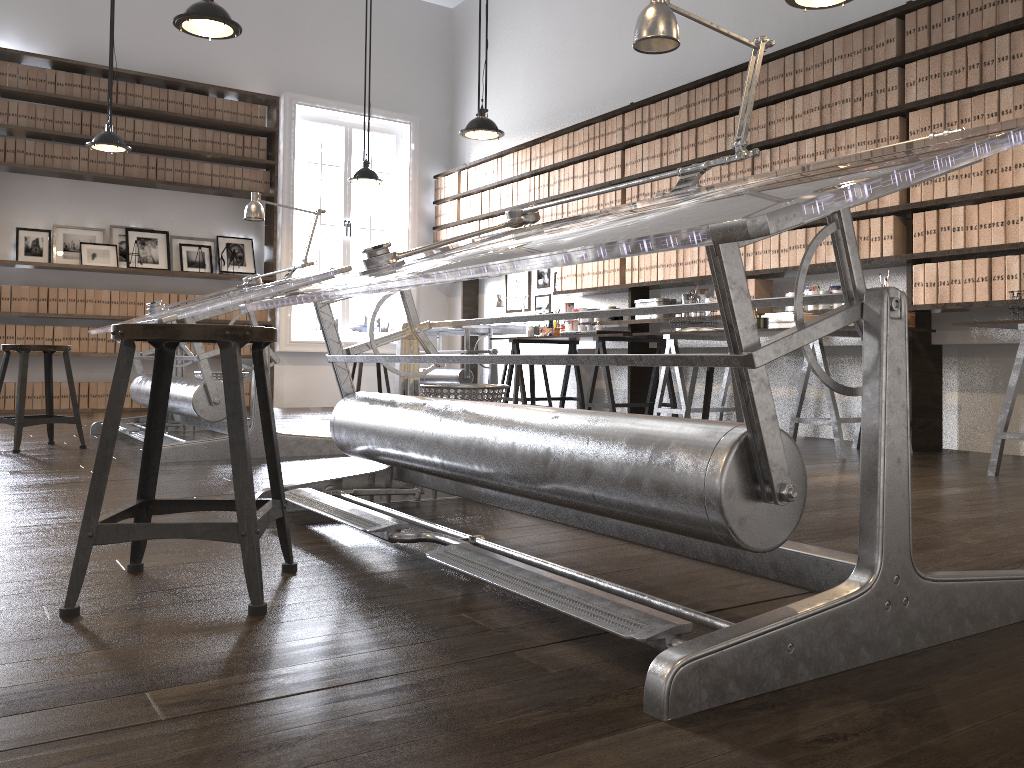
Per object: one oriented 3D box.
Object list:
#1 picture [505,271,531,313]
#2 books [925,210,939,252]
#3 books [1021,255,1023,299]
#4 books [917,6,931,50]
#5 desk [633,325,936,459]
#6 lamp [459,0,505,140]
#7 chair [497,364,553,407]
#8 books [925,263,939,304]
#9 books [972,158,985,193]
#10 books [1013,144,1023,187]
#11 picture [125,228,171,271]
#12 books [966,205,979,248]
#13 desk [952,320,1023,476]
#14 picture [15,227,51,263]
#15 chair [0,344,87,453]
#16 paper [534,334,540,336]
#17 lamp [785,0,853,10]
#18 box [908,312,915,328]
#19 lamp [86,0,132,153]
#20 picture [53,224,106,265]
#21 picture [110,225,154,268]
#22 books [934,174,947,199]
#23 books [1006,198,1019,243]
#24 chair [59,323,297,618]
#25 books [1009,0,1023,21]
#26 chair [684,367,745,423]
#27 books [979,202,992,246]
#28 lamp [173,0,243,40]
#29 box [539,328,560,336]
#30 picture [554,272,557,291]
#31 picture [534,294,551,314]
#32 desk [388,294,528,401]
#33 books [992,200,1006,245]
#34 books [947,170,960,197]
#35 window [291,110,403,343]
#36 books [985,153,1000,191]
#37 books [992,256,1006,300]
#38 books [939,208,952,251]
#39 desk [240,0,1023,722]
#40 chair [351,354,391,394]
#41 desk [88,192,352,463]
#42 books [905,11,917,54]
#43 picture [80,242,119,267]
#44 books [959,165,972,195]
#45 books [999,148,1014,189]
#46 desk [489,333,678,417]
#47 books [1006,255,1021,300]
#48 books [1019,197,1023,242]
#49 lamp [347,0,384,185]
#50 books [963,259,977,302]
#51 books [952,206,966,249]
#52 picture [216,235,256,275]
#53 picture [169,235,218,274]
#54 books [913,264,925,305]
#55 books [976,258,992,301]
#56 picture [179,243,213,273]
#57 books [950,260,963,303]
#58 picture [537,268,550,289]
[{"bbox_3d":[0.056,-0.972,8.441,0.040,0.575,0.415,2,-1,-33],"label":"picture"},{"bbox_3d":[2.283,-0.803,4.720,0.174,0.226,0.067,1,-1,-33],"label":"books"},{"bbox_3d":[2.552,-0.513,4.302,0.174,0.226,0.066,1,-1,-33],"label":"books"},{"bbox_3d":[2.273,-1.903,4.789,0.174,0.226,0.067,1,-1,-33],"label":"books"},{"bbox_3d":[1.504,0.027,5.183,0.655,0.670,1.668,1,1,-33],"label":"desk"},{"bbox_3d":[-0.193,-2.831,6.098,0.310,2.256,0.312,-1,-2,37],"label":"lamp"},{"bbox_3d":[0.089,0.056,6.361,0.358,0.529,0.371,1,-1,-25],"label":"chair"},{"bbox_3d":[2.278,-0.525,4.711,0.174,0.226,0.066,1,-1,-33],"label":"books"},{"bbox_3d":[2.422,-1.072,4.517,0.174,0.226,0.067,1,-1,-33],"label":"books"},{"bbox_3d":[2.538,-1.066,4.343,0.174,0.226,0.066,1,-1,-33],"label":"books"},{"bbox_3d":[-3.300,-1.213,8.029,0.373,0.392,0.148,1,-1,-33],"label":"picture"},{"bbox_3d":[2.405,-0.797,4.541,0.174,0.226,0.066,1,-1,-33],"label":"books"},{"bbox_3d":[2.670,0.082,3.389,0.655,0.670,1.668,1,1,-33],"label":"desk"},{"bbox_3d":[-4.099,-1.176,7.589,0.266,0.315,0.058,1,-2,-33],"label":"picture"},{"bbox_3d":[-2.394,0.068,4.451,0.358,0.529,0.371,0,-1,35],"label":"chair"},{"bbox_3d":[0.215,-0.386,7.101,0.155,0.038,0.137,2,1,42],"label":"paper"},{"bbox_3d":[1.325,-2.760,3.763,0.312,2.256,0.310,1,-2,-8],"label":"lamp"},{"bbox_3d":[1.986,-0.397,4.663,0.137,0.207,0.212,1,0,-33],"label":"box"},{"bbox_3d":[-2.982,-2.877,6.613,0.310,2.256,0.312,-1,-2,37],"label":"lamp"},{"bbox_3d":[-3.791,-1.200,7.767,0.415,0.366,0.083,1,-1,-33],"label":"picture"},{"bbox_3d":[-3.433,-1.222,8.005,0.369,0.406,0.091,1,-1,-33],"label":"picture"},{"bbox_3d":[2.313,-1.077,4.687,0.174,0.226,0.067,1,-1,-33],"label":"books"},{"bbox_3d":[2.516,-0.792,4.368,0.174,0.226,0.066,1,-1,-33],"label":"books"},{"bbox_3d":[-0.626,0.151,1.746,0.358,0.529,0.371,1,-1,-5],"label":"chair"},{"bbox_3d":[2.539,-1.891,4.384,0.174,0.226,0.066,1,-1,-33],"label":"books"},{"bbox_3d":[1.106,0.107,4.668,0.372,0.529,0.358,0,-1,30],"label":"chair"},{"bbox_3d":[2.444,-0.795,4.481,0.174,0.226,0.066,1,-1,-33],"label":"books"},{"bbox_3d":[-1.421,-2.804,4.212,0.312,2.256,0.310,1,-2,-13],"label":"lamp"},{"bbox_3d":[0.336,-0.413,7.199,0.137,0.083,0.212,0,1,-33],"label":"box"},{"bbox_3d":[0.453,-0.909,7.845,0.023,0.184,0.251,2,0,-33],"label":"picture"},{"bbox_3d":[0.283,-0.725,8.098,0.023,0.184,0.251,2,0,-33],"label":"picture"},{"bbox_3d":[-0.372,-0.279,8.023,1.070,1.099,1.268,1,0,-33],"label":"desk"},{"bbox_3d":[2.476,-0.794,4.421,0.174,0.226,0.067,1,-1,-33],"label":"books"},{"bbox_3d":[2.354,-1.075,4.627,0.174,0.226,0.066,1,-1,-33],"label":"books"},{"bbox_3d":[-1.688,-1.558,9.020,1.244,2.313,0.153,1,-2,-33],"label":"window"},{"bbox_3d":[2.464,-1.070,4.464,0.174,0.226,0.066,1,-1,-33],"label":"books"},{"bbox_3d":[2.475,-0.516,4.421,0.174,0.226,0.066,1,-1,-33],"label":"books"},{"bbox_3d":[2.328,-0.801,4.660,0.174,0.226,0.066,1,-1,-33],"label":"books"},{"bbox_3d":[0.167,-0.285,2.168,1.076,1.388,2.068,1,0,-33],"label":"desk"},{"bbox_3d":[-1.200,0.016,7.443,0.358,0.529,0.371,1,-1,-25],"label":"chair"},{"bbox_3d":[-1.659,-0.371,4.979,1.076,1.388,2.280,1,0,-33],"label":"desk"},{"bbox_3d":[2.237,-1.905,4.854,0.174,0.226,0.066,1,-1,-33],"label":"books"},{"bbox_3d":[-3.627,-1.128,7.783,0.299,0.229,0.144,1,-1,-33],"label":"picture"},{"bbox_3d":[2.390,-1.073,4.575,0.174,0.226,0.066,1,-1,-33],"label":"books"},{"bbox_3d":[2.503,-1.068,4.404,0.174,0.226,0.066,1,-1,-33],"label":"books"},{"bbox_3d":[0.542,-0.018,6.663,0.655,0.670,1.668,1,1,-33],"label":"desk"},{"bbox_3d":[2.510,-0.515,4.359,0.174,0.226,0.066,1,-1,-33],"label":"books"},{"bbox_3d":[2.549,-0.790,4.314,0.174,0.226,0.066,1,-1,-33],"label":"books"},{"bbox_3d":[-1.258,-2.881,7.728,0.310,2.256,0.312,-1,-2,37],"label":"lamp"},{"bbox_3d":[2.394,-0.520,4.546,0.174,0.226,0.066,1,-1,-33],"label":"books"},{"bbox_3d":[2.363,-0.799,4.598,0.174,0.226,0.066,1,-1,-33],"label":"books"},{"bbox_3d":[-2.641,-1.233,8.483,0.343,0.365,0.160,1,-1,-33],"label":"picture"},{"bbox_3d":[-2.980,-1.198,8.296,0.433,0.361,0.095,1,-1,-33],"label":"picture"},{"bbox_3d":[2.242,-0.527,4.774,0.174,0.226,0.066,1,-1,-33],"label":"books"},{"bbox_3d":[2.429,-0.518,4.481,0.174,0.226,0.067,1,-1,-33],"label":"books"},{"bbox_3d":[-2.947,-1.163,8.267,0.289,0.291,0.127,1,-1,-33],"label":"picture"},{"bbox_3d":[2.356,-0.522,4.600,0.174,0.226,0.066,1,-1,-33],"label":"books"},{"bbox_3d":[0.293,-1.018,8.099,0.022,0.285,0.201,2,-1,-34],"label":"picture"}]
